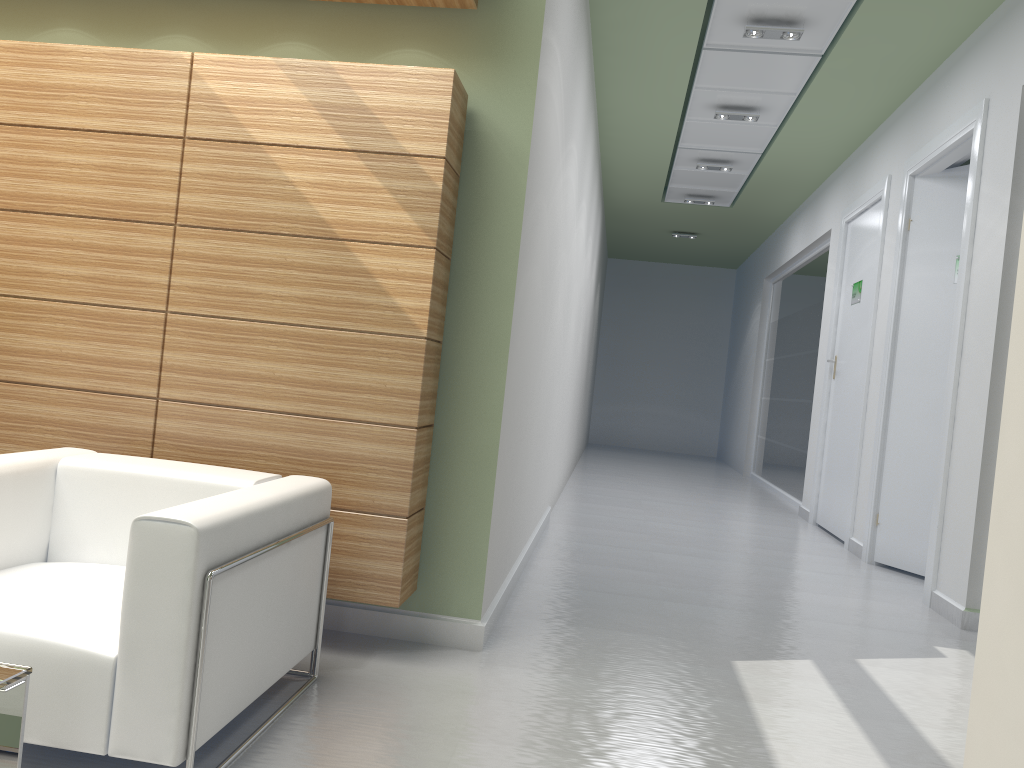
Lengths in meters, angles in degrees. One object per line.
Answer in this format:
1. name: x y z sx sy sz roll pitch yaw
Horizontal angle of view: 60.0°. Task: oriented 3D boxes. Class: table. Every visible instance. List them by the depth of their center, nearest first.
1. table: -2.737 1.268 2.147 1.783 0.742 2.197 6 0 7

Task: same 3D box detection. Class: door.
1. door: 5.457 -0.148 10.683 0.134 5.083 2.089 6 0 -23
2. door: 5.258 -0.193 13.935 0.250 5.083 2.089 6 0 7

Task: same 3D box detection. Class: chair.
1. chair: -2.156 1.090 4.665 1.894 1.234 1.802 6 0 7

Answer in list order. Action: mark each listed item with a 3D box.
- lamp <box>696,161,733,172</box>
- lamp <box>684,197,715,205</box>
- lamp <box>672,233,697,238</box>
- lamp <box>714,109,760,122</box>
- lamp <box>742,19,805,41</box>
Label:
1. lamp: 3.792 -4.103 16.610 0.657 0.159 0.286 6 0 7
2. lamp: 4.153 -4.087 19.636 0.657 0.159 0.286 6 0 7
3. lamp: 4.680 -4.064 24.069 0.657 0.159 0.286 6 0 7
4. lamp: 3.422 -4.119 13.498 0.657 0.159 0.286 6 0 7
5. lamp: 3.045 -4.135 10.332 0.657 0.159 0.286 6 0 7
